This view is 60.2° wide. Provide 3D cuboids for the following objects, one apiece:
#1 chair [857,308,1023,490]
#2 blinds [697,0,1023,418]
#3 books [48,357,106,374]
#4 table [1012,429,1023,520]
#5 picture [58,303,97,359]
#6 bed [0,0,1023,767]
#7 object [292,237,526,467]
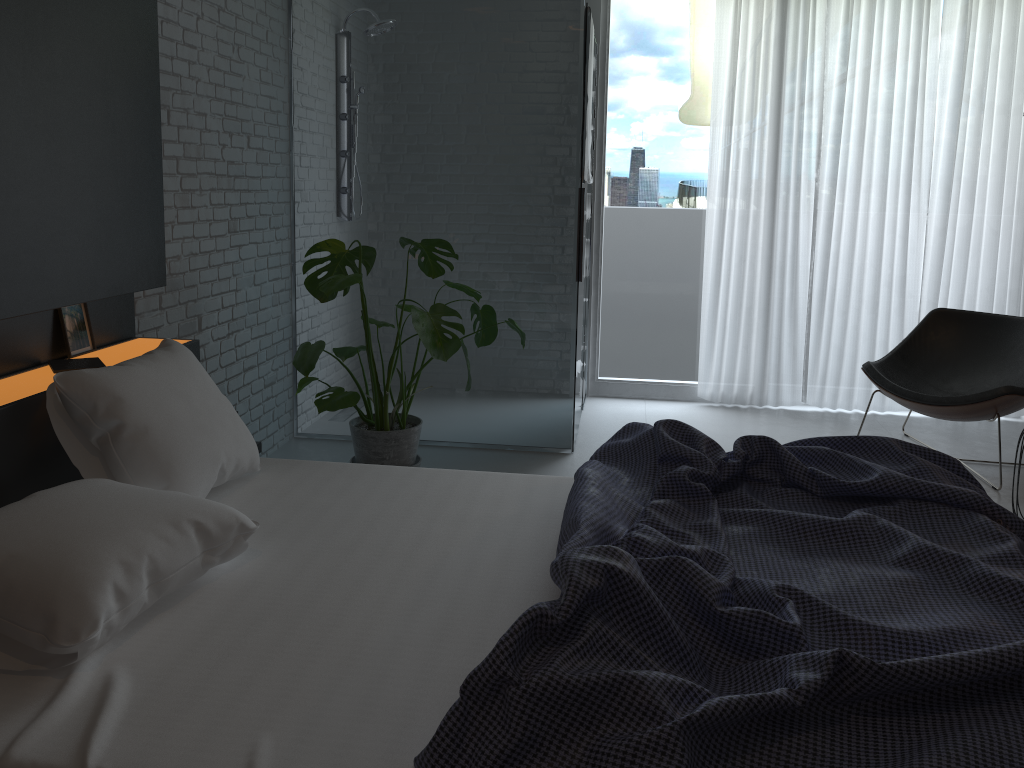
[{"bbox_3d":[2.151,0.026,4.242,0.818,0.683,0.797,-8,14,-39],"label":"chair"},{"bbox_3d":[2.046,-1.165,4.984,1.853,2.667,0.138,2,8,8],"label":"blinds"},{"bbox_3d":[-1.162,-0.050,2.359,0.125,0.013,0.160,-7,15,-31],"label":"books"},{"bbox_3d":[2.124,0.368,3.286,0.451,0.430,0.457,-2,11,-15],"label":"table"},{"bbox_3d":[-1.232,-0.160,2.503,0.036,0.155,0.126,2,10,6],"label":"picture"},{"bbox_3d":[-0.090,-0.160,1.815,2.609,2.019,2.592,3,11,7],"label":"bed"},{"bbox_3d":[-0.438,-0.089,3.717,0.854,1.036,1.000,6,11,25],"label":"object"}]
